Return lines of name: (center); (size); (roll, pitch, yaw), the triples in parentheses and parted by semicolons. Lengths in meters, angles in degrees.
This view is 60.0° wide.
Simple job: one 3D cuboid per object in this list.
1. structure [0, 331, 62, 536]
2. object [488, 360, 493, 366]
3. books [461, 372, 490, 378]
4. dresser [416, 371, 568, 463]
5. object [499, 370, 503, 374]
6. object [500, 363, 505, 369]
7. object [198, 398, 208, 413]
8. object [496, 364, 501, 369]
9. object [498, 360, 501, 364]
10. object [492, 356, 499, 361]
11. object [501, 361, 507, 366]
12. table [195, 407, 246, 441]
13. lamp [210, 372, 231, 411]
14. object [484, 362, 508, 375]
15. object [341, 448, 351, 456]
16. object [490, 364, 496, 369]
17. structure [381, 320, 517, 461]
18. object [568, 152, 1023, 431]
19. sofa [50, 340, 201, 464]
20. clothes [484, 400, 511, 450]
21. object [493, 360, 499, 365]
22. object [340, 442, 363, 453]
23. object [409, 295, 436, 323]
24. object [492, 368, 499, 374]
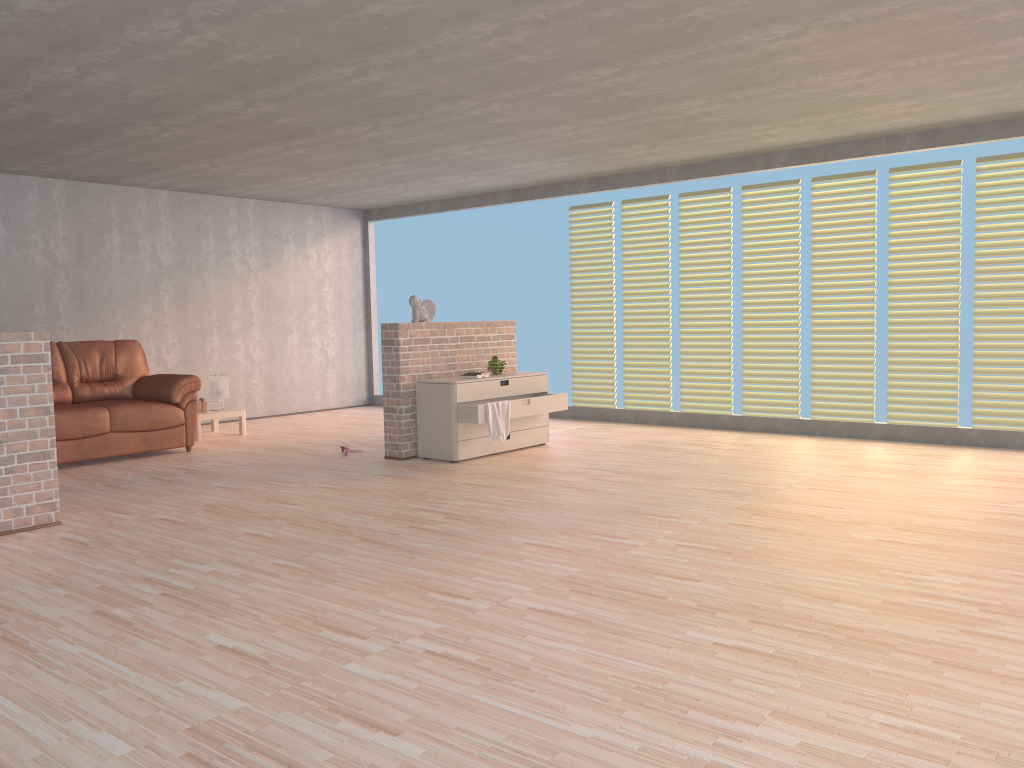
structure: (-3.011, 0.290, 4.345); (0.211, 1.057, 1.422); (2, 5, 39)
object: (-0.172, -0.169, 7.308); (0.049, 0.053, 0.054); (-3, 4, -20)
books: (-0.287, -0.072, 7.036); (0.146, 0.040, 0.209); (1, 5, 30)
dresser: (0.035, 0.228, 7.308); (0.605, 0.612, 1.686); (2, 5, 39)
object: (-0.096, -0.108, 7.336); (0.048, 0.048, 0.046); (1, 5, 28)
object: (-0.084, -0.146, 7.297); (0.057, 0.057, 0.057); (-3, 4, -17)
object: (-2.978, 0.201, 8.516); (0.099, 0.147, 0.102); (-3, 5, -22)
object: (-0.111, -0.142, 7.265); (0.038, 0.040, 0.039); (-5, 6, -42)
object: (-0.108, -0.179, 7.345); (0.039, 0.043, 0.043); (1, 5, 25)
object: (-0.138, -0.206, 7.317); (0.054, 0.056, 0.054); (2, 5, 39)
object: (-0.067, -0.167, 7.334); (0.047, 0.047, 0.046); (-2, 4, -13)
table: (-2.978, 0.386, 8.636); (0.548, 0.241, 0.548); (2, 5, 39)
lamp: (-2.865, 0.074, 8.696); (0.140, 0.376, 0.140); (2, 5, 39)
object: (-0.127, -0.128, 7.323); (0.202, 0.104, 0.202); (1, 5, 33)
object: (-1.332, 0.547, 7.153); (0.078, 0.066, 0.192); (-2, 4, -14)
object: (-0.155, -0.145, 7.270); (0.046, 0.044, 0.046); (2, 5, 35)
structure: (-0.483, 0.010, 7.398); (0.211, 1.057, 1.422); (2, 5, 39)
object: (2.308, -0.729, 7.914); (4.372, 2.114, 0.044); (2, 5, 39)
sofa: (-3.711, 0.129, 7.068); (0.981, 0.923, 2.202); (2, 5, 39)
clothes: (-0.110, 0.313, 6.682); (0.097, 0.369, 0.325); (2, 6, 40)
object: (-0.131, -0.178, 7.258); (0.046, 0.045, 0.046); (2, 5, 39)
object: (-1.325, 0.523, 7.333); (0.188, 0.085, 0.069); (-2, 4, -11)
object: (-0.728, -0.598, 7.066); (0.131, 0.218, 0.216); (2, 5, 39)
object: (-0.135, -0.109, 7.296); (0.060, 0.055, 0.059); (-2, 4, -5)
